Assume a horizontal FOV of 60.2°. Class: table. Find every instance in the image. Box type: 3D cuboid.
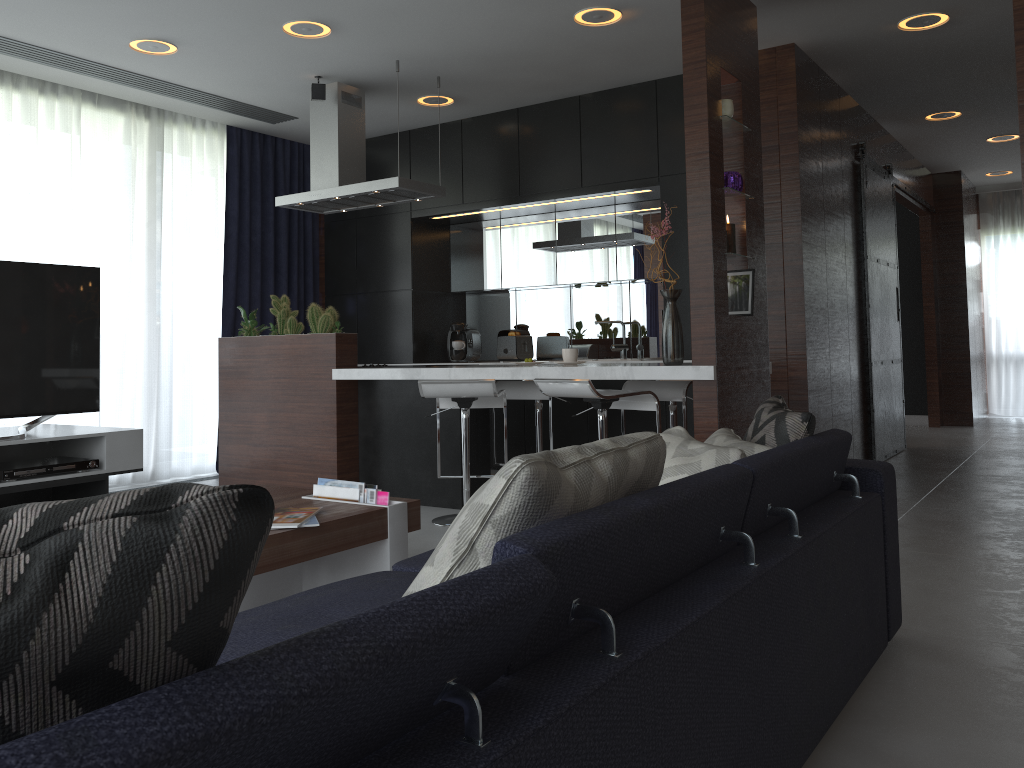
[{"bbox_3d":[-0.861,0.573,2.886,0.804,0.353,0.800,0,2,34],"label":"table"}]

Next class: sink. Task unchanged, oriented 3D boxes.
[{"bbox_3d":[0.617,-0.198,6.155,0.852,0.494,0.503,-1,0,34],"label":"sink"}]

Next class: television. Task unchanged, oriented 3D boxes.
[{"bbox_3d":[-2.370,-0.150,3.802,0.297,0.788,1.230,-3,0,34],"label":"television"}]

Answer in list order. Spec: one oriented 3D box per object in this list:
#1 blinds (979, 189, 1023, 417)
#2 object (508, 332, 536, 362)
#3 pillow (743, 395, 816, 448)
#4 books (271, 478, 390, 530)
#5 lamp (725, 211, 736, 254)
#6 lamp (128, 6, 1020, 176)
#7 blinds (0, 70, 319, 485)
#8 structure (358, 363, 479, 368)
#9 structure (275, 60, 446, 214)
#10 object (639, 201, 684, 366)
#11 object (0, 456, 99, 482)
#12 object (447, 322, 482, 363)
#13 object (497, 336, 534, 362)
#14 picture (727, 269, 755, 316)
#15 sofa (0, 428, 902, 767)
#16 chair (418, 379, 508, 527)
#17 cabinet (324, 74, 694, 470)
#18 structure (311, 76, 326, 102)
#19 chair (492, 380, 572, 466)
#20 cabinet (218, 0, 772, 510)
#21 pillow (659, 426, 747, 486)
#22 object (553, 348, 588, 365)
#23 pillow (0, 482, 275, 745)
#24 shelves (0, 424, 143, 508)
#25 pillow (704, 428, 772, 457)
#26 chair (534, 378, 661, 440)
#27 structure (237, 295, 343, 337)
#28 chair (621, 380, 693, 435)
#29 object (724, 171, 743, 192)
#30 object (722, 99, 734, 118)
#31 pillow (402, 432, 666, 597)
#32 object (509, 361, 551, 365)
[{"bbox_3d":[5.599,-0.997,9.591,0.854,2.711,0.133,-3,-3,34],"label":"blinds"},{"bbox_3d":[0.061,-0.250,5.760,0.140,0.222,1.876,-1,2,-1],"label":"object"},{"bbox_3d":[0.684,0.235,2.417,0.221,0.387,0.414,-1,0,4],"label":"pillow"},{"bbox_3d":[0.190,0.332,6.502,0.405,0.373,8.232,-1,2,13],"label":"books"},{"bbox_3d":[0.971,-0.691,4.061,0.153,0.211,0.077,0,-3,-44],"label":"lamp"},{"bbox_3d":[0.988,-1.904,5.522,5.340,0.084,9.583,0,2,20],"label":"lamp"},{"bbox_3d":[-0.531,-0.643,2.887,7.125,2.780,5.800,0,2,37],"label":"blinds"},{"bbox_3d":[-0.655,-0.096,5.327,0.763,0.057,0.504,0,2,34],"label":"structure"},{"bbox_3d":[-0.973,-1.526,5.589,1.042,0.762,0.446,-1,-1,34],"label":"structure"},{"bbox_3d":[0.673,-0.452,4.009,0.198,0.737,0.387,-2,-2,15],"label":"object"},{"bbox_3d":[-2.153,0.380,3.970,0.335,0.053,0.430,0,2,34],"label":"object"},{"bbox_3d":[-0.374,-0.321,6.791,0.214,0.313,0.269,-2,-1,19],"label":"object"},{"bbox_3d":[0.016,-0.265,6.629,0.176,0.196,0.260,-1,0,-36],"label":"object"},{"bbox_3d":[1.054,-0.428,4.162,0.175,0.222,0.051,-2,-3,38],"label":"picture"},{"bbox_3d":[-0.475,0.476,1.873,1.896,0.610,2.873,0,2,34],"label":"sofa"},{"bbox_3d":[-0.245,0.326,4.398,0.396,0.711,0.462,-1,-1,6],"label":"chair"},{"bbox_3d":[0.093,-0.682,6.520,3.473,2.562,0.704,-1,-2,34],"label":"cabinet"},{"bbox_3d":[-1.199,-1.820,5.469,0.084,0.143,0.114,-1,-1,-16],"label":"structure"},{"bbox_3d":[0.177,0.280,4.974,0.395,0.743,0.463,-2,-2,29],"label":"chair"},{"bbox_3d":[-0.299,-0.616,5.002,3.330,2.561,0.785,-1,-2,34],"label":"cabinet"},{"bbox_3d":[0.342,0.284,2.034,0.280,0.352,0.417,-1,0,-13],"label":"pillow"},{"bbox_3d":[0.307,-0.143,4.658,0.182,0.087,0.182,-1,1,10],"label":"object"},{"bbox_3d":[-0.504,0.341,0.662,0.598,0.520,0.354,-1,-1,-26],"label":"pillow"},{"bbox_3d":[-2.783,0.515,3.500,0.871,0.500,2.350,-1,2,34],"label":"shelves"},{"bbox_3d":[0.478,0.280,2.284,0.330,0.295,0.415,-1,0,-4],"label":"pillow"},{"bbox_3d":[0.395,0.323,4.125,0.464,0.711,0.395,0,-2,-39],"label":"chair"},{"bbox_3d":[-1.390,-0.416,5.385,0.999,0.287,0.222,0,0,36],"label":"structure"},{"bbox_3d":[0.864,0.280,4.576,0.395,0.743,0.463,-3,-2,40],"label":"chair"},{"bbox_3d":[1.004,-0.929,4.098,0.134,0.098,0.132,-1,0,-16],"label":"object"},{"bbox_3d":[0.983,-1.246,4.079,0.088,0.086,0.218,-1,1,17],"label":"object"},{"bbox_3d":[0.013,0.283,1.434,0.342,0.389,0.495,-2,0,34],"label":"pillow"},{"bbox_3d":[0.101,-0.114,4.920,0.238,0.019,0.238,-1,2,6],"label":"object"}]
